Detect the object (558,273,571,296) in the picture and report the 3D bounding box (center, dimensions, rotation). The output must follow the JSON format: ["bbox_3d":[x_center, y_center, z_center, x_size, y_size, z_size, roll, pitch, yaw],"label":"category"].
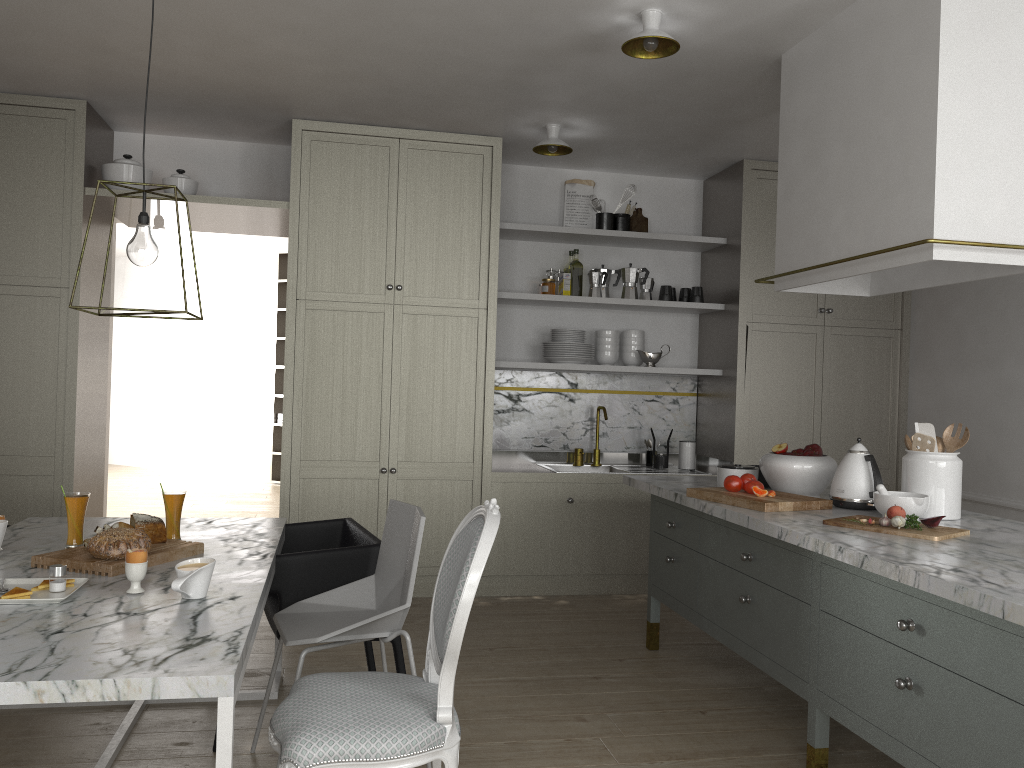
[{"bbox_3d":[0.297,-0.553,5.020,0.044,0.141,0.077,2,0,-16],"label":"object"}]

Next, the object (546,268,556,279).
[{"bbox_3d":[0.220,-0.572,5.038,0.059,0.172,0.059,2,0,-39],"label":"object"}]

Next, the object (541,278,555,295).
[{"bbox_3d":[0.204,-0.537,4.970,0.078,0.101,0.078,2,0,35],"label":"object"}]

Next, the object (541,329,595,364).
[{"bbox_3d":[0.313,-0.206,4.982,0.306,0.195,0.300,2,0,-15],"label":"object"}]

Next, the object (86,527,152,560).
[{"bbox_3d":[-1.034,0.418,2.341,0.157,0.075,0.151,2,0,24],"label":"object"}]

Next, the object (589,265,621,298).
[{"bbox_3d":[0.531,-0.580,5.084,0.175,0.212,0.111,2,0,25],"label":"object"}]

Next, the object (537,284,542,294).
[{"bbox_3d":[0.166,-0.529,5.063,0.046,0.084,0.046,2,0,15],"label":"object"}]

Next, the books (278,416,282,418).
[{"bbox_3d":[-2.261,0.344,9.244,0.266,0.019,0.232,2,0,33],"label":"books"}]

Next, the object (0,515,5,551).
[{"bbox_3d":[-1.454,0.417,2.494,0.050,0.101,0.050,2,0,-16],"label":"object"}]

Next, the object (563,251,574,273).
[{"bbox_3d":[0.337,-0.623,5.089,0.066,0.282,0.066,2,0,-21],"label":"object"}]

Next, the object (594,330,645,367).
[{"bbox_3d":[0.625,-0.207,5.149,0.309,0.216,0.149,2,0,-19],"label":"object"}]

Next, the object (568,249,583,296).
[{"bbox_3d":[0.355,-0.622,5.009,0.082,0.282,0.089,2,0,-16],"label":"object"}]

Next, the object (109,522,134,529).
[{"bbox_3d":[-1.083,0.420,2.469,0.074,0.067,0.079,2,0,-39],"label":"object"}]

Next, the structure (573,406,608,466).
[{"bbox_3d":[0.447,0.298,5.067,0.167,0.347,0.195,2,0,-4],"label":"structure"}]

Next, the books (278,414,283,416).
[{"bbox_3d":[-2.261,0.324,9.244,0.268,0.019,0.232,2,0,33],"label":"books"}]

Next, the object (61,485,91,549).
[{"bbox_3d":[-1.246,0.382,2.535,0.071,0.188,0.071,2,0,9],"label":"object"}]

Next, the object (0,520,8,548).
[{"bbox_3d":[-1.415,0.419,2.338,0.110,0.105,0.170,2,0,9],"label":"object"}]

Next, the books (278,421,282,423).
[{"bbox_3d":[-2.263,0.402,9.244,0.265,0.019,0.232,2,0,34],"label":"books"}]

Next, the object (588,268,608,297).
[{"bbox_3d":[0.468,-0.560,4.922,0.087,0.167,0.138,2,0,-15],"label":"object"}]

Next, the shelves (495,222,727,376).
[{"bbox_3d":[0.510,-0.459,5.048,1.339,0.775,0.352,2,0,-11],"label":"shelves"}]

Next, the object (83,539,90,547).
[{"bbox_3d":[-1.157,0.443,2.469,0.068,0.017,0.077,2,0,-34],"label":"object"}]

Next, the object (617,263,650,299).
[{"bbox_3d":[0.675,-0.575,4.990,0.111,0.212,0.175,2,0,-40],"label":"object"}]

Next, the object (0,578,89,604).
[{"bbox_3d":[-1.103,0.473,2.025,0.212,0.014,0.212,2,0,-12],"label":"object"}]

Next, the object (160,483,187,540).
[{"bbox_3d":[-1.017,0.390,2.665,0.071,0.188,0.071,2,0,9],"label":"object"}]

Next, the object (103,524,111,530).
[{"bbox_3d":[-1.120,0.424,2.515,0.072,0.057,0.083,2,0,-36],"label":"object"}]

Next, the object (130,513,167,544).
[{"bbox_3d":[-1.045,0.412,2.552,0.090,0.087,0.086,2,0,-34],"label":"object"}]

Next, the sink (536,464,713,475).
[{"bbox_3d":[0.613,0.560,4.957,0.877,0.174,0.475,2,0,-11],"label":"sink"}]

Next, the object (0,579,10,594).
[{"bbox_3d":[-1.181,0.468,2.048,0.032,0.013,0.132,2,0,-37],"label":"object"}]

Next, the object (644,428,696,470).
[{"bbox_3d":[0.893,0.368,5.078,0.307,0.229,0.144,2,0,32],"label":"object"}]

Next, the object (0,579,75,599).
[{"bbox_3d":[-1.094,0.470,2.029,0.068,0.014,0.197,2,0,16],"label":"object"}]

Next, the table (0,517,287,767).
[{"bbox_3d":[-1.090,0.774,2.310,0.870,0.583,1.781,2,0,-11],"label":"table"}]

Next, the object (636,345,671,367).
[{"bbox_3d":[0.800,-0.160,5.034,0.210,0.135,0.102,2,0,-19],"label":"object"}]

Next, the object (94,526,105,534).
[{"bbox_3d":[-1.136,0.425,2.490,0.073,0.055,0.083,2,0,-35],"label":"object"}]

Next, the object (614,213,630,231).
[{"bbox_3d":[0.622,-0.907,5.095,0.112,0.128,0.112,2,0,-28],"label":"object"}]

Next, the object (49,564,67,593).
[{"bbox_3d":[-1.051,0.449,2.051,0.036,0.060,0.036,2,0,29],"label":"object"}]

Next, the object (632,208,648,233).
[{"bbox_3d":[0.741,-0.930,5.130,0.092,0.183,0.038,2,0,-1],"label":"object"}]

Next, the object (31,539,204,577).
[{"bbox_3d":[-1.072,0.468,2.438,0.260,0.031,0.360,2,0,19],"label":"object"}]

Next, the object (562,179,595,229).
[{"bbox_3d":[0.386,-1.013,5.110,0.183,0.327,0.074,2,0,-2],"label":"object"}]

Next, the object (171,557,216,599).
[{"bbox_3d":[-0.727,0.451,2.030,0.089,0.085,0.138,2,0,-16],"label":"object"}]

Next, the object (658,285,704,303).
[{"bbox_3d":[0.966,-0.508,5.112,0.264,0.098,0.173,2,0,-3],"label":"object"}]

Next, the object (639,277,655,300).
[{"bbox_3d":[0.773,-0.549,5.112,0.087,0.167,0.138,2,0,13],"label":"object"}]

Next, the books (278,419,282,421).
[{"bbox_3d":[-2.262,0.383,9.244,0.269,0.019,0.232,2,0,35],"label":"books"}]

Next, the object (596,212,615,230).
[{"bbox_3d":[0.527,-0.905,5.034,0.108,0.118,0.108,2,0,-20],"label":"object"}]

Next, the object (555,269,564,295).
[{"bbox_3d":[0.269,-0.570,5.083,0.059,0.172,0.059,2,0,15],"label":"object"}]

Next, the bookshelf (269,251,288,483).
[{"bbox_3d":[-0.835,-0.127,8.569,3.513,2.402,0.300,2,0,26],"label":"bookshelf"}]

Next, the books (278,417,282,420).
[{"bbox_3d":[-2.262,0.363,9.244,0.274,0.019,0.232,2,0,31],"label":"books"}]
